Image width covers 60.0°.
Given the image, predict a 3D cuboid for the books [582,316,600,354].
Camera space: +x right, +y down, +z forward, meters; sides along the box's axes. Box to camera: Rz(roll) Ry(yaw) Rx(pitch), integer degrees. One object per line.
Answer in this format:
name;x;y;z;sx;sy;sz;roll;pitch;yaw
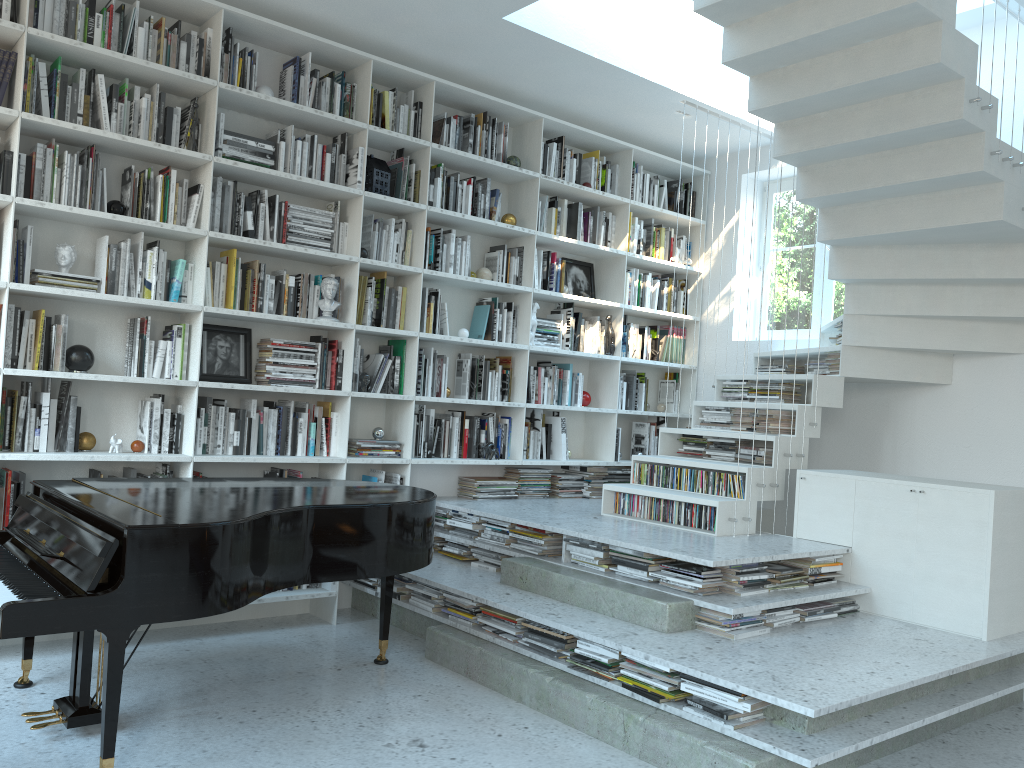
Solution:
books;0.535;-0.337;6.244;0.021;0.271;0.191;4;-1;-39

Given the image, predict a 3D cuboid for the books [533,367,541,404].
books;0.126;0.009;5.921;0.045;0.246;0.185;4;-1;-39

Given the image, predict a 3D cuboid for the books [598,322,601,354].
books;0.556;-0.320;6.266;0.041;0.239;0.176;4;-1;-39

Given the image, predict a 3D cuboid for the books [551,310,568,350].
books;0.315;-0.362;6.094;0.012;0.285;0.159;4;-1;-39

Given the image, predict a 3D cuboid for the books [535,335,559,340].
books;0.161;-0.311;5.963;0.285;0.012;0.159;5;-2;-41

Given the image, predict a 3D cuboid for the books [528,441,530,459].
books;0.069;0.390;5.917;0.025;0.210;0.137;4;-1;-39

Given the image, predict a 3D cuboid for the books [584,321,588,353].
books;0.476;-0.323;6.236;0.028;0.235;0.129;4;-1;-39

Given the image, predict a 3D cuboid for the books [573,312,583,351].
books;0.402;-0.354;6.145;0.059;0.282;0.167;4;-1;-39

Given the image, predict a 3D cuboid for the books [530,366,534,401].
books;0.081;0.006;5.907;0.024;0.247;0.143;4;-1;-39

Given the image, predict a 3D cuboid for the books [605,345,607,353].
books;0.615;-0.284;6.317;0.027;0.179;0.166;4;-1;-39

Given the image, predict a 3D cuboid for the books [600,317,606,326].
books;0.623;-0.335;6.358;0.029;0.283;0.138;4;-1;-39

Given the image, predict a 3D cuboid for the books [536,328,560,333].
books;0.168;-0.360;5.964;0.285;0.012;0.159;5;-2;-42

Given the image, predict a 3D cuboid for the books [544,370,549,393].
books;0.180;0.022;5.983;0.012;0.229;0.179;4;-1;-39

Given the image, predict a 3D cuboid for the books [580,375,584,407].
books;0.428;0.047;6.188;0.027;0.223;0.170;4;-1;-39

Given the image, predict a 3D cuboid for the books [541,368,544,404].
books;0.143;0.015;5.955;0.026;0.239;0.177;4;-1;-39

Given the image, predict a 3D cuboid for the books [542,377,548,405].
books;0.169;0.045;5.962;0.027;0.181;0.186;4;-1;-39

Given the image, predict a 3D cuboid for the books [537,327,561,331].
books;0.167;-0.372;5.966;0.285;0.012;0.159;5;-2;-37

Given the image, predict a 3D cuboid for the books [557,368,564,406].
books;0.292;0.020;6.088;0.012;0.254;0.161;4;-1;-39

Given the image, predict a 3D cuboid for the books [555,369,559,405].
books;0.250;0.020;6.047;0.026;0.246;0.165;4;-1;-39

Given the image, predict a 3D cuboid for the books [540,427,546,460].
books;0.158;0.394;5.977;0.052;0.217;0.184;4;-1;-39

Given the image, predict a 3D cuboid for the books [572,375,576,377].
books;0.379;0.045;6.158;0.037;0.218;0.139;4;-1;-39

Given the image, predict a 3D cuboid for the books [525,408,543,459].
books;0.136;0.334;5.957;0.014;0.333;0.168;4;-1;-39

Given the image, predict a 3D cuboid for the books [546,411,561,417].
books;0.276;0.350;6.096;0.012;0.326;0.136;4;-1;-39

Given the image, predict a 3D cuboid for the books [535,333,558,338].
books;0.166;-0.323;5.958;0.254;0.012;0.161;5;-2;-44

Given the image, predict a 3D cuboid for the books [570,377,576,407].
books;0.363;0.052;6.125;0.030;0.201;0.189;4;-1;-39

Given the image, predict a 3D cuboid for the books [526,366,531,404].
books;0.060;0.005;5.876;0.047;0.244;0.177;4;-1;-39

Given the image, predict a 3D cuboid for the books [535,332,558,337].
books;0.160;-0.336;5.967;0.254;0.012;0.161;5;-2;-39

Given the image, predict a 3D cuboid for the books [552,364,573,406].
books;0.339;0.005;6.099;0.026;0.290;0.181;4;-1;-39

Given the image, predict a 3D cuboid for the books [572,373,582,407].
books;0.409;0.039;6.171;0.025;0.235;0.181;4;-1;-39

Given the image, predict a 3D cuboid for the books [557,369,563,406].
books;0.278;0.020;6.044;0.014;0.249;0.177;4;-1;-39

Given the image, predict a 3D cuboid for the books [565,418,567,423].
books;0.303;0.371;6.090;0.025;0.287;0.160;4;-1;-39

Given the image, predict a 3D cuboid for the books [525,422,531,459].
books;0.062;0.373;5.896;0.015;0.243;0.156;4;-1;-39

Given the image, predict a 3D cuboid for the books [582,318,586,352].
books;0.452;-0.333;6.219;0.031;0.250;0.133;4;-1;-39

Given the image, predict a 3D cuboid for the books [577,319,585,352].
books;0.439;-0.331;6.185;0.031;0.242;0.147;4;-1;-39

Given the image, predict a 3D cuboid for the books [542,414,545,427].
books;0.171;0.352;6.014;0.010;0.304;0.131;4;-1;-39

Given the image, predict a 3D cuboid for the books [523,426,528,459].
books;0.040;0.386;5.892;0.023;0.214;0.163;4;-1;-39

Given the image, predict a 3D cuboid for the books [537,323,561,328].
books;0.168;-0.396;5.966;0.285;0.012;0.159;5;-2;-37

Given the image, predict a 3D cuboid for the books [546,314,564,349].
books;0.287;-0.349;6.058;0.012;0.254;0.161;4;-1;-39

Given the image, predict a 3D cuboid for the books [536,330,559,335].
books;0.169;-0.348;5.960;0.254;0.012;0.161;5;-2;-34

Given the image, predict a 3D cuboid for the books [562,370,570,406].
books;0.321;0.027;6.080;0.023;0.244;0.189;4;-1;-39

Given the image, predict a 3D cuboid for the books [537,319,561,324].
books;0.170;-0.420;5.966;0.285;0.012;0.159;5;-2;-41

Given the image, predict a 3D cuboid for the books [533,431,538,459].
books;0.115;0.406;5.947;0.024;0.185;0.149;4;-1;-39

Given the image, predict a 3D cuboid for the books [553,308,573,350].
books;0.341;-0.368;6.081;0.011;0.300;0.184;4;-1;-39

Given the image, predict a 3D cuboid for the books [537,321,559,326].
books;0.169;-0.408;5.966;0.254;0.012;0.161;5;-2;-37

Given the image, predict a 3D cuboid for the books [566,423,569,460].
books;0.330;0.380;6.125;0.062;0.274;0.148;4;-1;-39

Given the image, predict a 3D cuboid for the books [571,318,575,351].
books;0.358;-0.335;6.105;0.030;0.236;0.179;4;-1;-39

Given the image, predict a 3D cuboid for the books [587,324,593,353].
books;0.500;-0.310;6.248;0.025;0.213;0.155;4;-1;-39

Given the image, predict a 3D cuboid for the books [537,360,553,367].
books;0.214;-0.010;6.008;0.013;0.299;0.147;4;-1;-39

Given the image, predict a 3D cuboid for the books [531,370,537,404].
books;0.101;0.019;5.908;0.011;0.223;0.162;4;-1;-39

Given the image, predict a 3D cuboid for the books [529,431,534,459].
books;0.089;0.403;5.935;0.030;0.188;0.140;4;-1;-39

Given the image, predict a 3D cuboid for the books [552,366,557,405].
books;0.233;0.010;6.002;0.012;0.262;0.186;4;-1;-39

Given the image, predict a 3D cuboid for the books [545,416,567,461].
books;0.265;0.365;6.014;0.075;0.291;0.255;4;-1;-39

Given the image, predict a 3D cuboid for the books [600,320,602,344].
books;0.573;-0.325;6.298;0.024;0.255;0.145;4;-1;-39

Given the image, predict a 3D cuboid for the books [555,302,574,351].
books;0.351;-0.387;6.087;0.010;0.339;0.180;4;-1;-39

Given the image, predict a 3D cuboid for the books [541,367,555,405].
books;0.211;0.011;5.978;0.028;0.255;0.191;4;-1;-39

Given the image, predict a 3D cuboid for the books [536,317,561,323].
books;0.171;-0.432;5.966;0.285;0.012;0.159;5;-2;-37

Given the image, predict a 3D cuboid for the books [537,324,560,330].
books;0.172;-0.384;5.960;0.285;0.012;0.159;5;-2;-44

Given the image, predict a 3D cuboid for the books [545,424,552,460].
books;0.196;0.386;6.013;0.031;0.239;0.171;4;-1;-39
